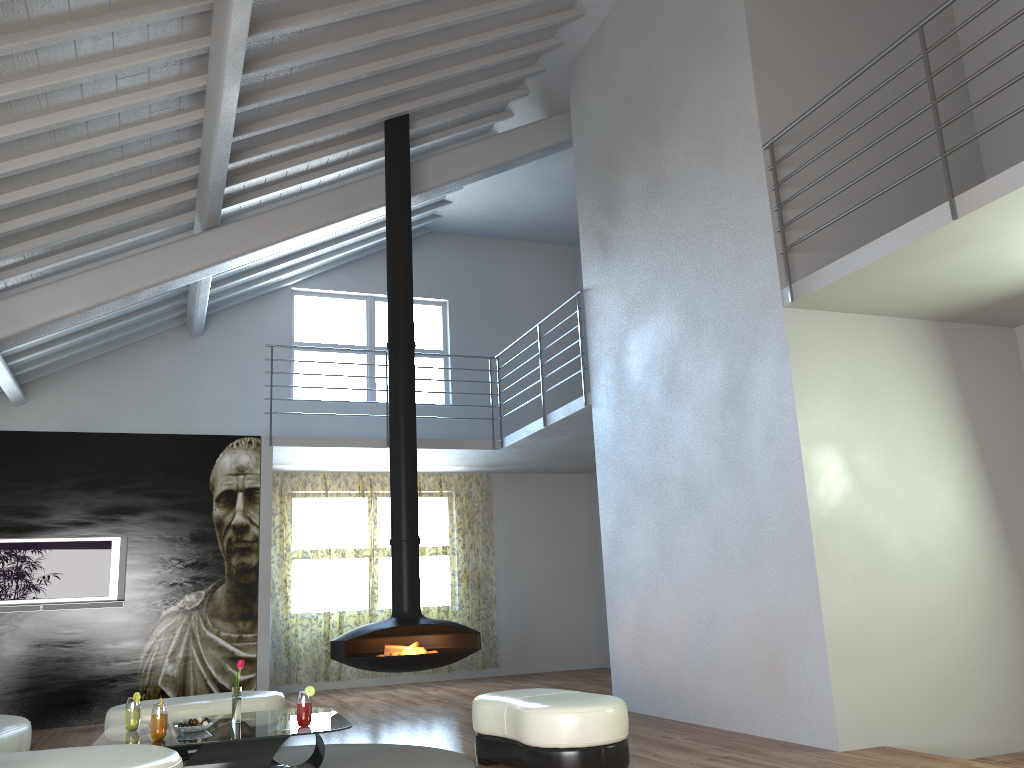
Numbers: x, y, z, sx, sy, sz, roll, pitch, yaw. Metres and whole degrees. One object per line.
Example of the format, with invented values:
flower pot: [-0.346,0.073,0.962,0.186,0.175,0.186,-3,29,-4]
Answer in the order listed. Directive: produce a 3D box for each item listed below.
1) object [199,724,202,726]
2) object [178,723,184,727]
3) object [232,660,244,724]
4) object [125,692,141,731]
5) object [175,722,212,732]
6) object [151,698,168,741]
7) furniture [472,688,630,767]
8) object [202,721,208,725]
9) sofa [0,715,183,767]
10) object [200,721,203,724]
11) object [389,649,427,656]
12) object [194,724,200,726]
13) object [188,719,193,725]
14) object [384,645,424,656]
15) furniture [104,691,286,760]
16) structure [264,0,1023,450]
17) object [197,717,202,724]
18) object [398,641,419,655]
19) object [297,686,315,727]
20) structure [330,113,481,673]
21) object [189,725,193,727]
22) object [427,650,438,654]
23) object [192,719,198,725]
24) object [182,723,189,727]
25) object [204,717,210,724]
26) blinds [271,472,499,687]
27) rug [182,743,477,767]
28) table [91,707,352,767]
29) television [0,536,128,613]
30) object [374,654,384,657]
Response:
object: [-1.587,1.739,4.500,0.032,0.030,0.032,-10,-16,27]
object: [-1.659,1.716,4.447,0.032,0.031,0.030,0,-14,-13]
object: [-1.479,1.648,4.757,0.069,0.323,0.060,11,-19,-43]
object: [-1.978,1.709,4.626,0.075,0.192,0.081,1,-14,-16]
object: [-1.610,1.738,4.484,0.178,0.031,0.178,5,-16,-28]
object: [-1.681,1.594,4.223,0.075,0.192,0.081,-6,-14,13]
furniture: [0.202,1.871,4.803,0.596,0.367,1.134,4,-16,-27]
object: [-1.559,1.732,4.511,0.030,0.032,0.032,2,-15,-18]
sofa: [-2.540,1.541,3.826,1.359,0.805,3.047,9,-19,-41]
object: [-1.586,1.741,4.533,0.031,0.031,0.032,0,-14,-11]
object: [-0.801,2.110,6.847,0.285,0.103,0.095,2,-15,-21]
object: [-1.579,1.718,4.441,0.032,0.031,0.031,11,-19,-43]
object: [-1.630,1.718,4.510,0.030,0.031,0.031,2,-15,-18]
object: [-0.846,2.095,6.928,0.317,0.129,0.109,0,-14,-11]
furniture: [-2.025,2.209,5.719,1.134,0.367,0.596,8,-17,-37]
structure: [0.485,-1.060,4.883,2.536,1.055,10.133,3,-15,-21]
object: [-1.596,1.716,4.520,0.029,0.032,0.032,-12,-16,32]
object: [-0.801,2.060,6.863,0.040,0.117,0.268,-9,-15,25]
object: [-1.042,1.620,4.459,0.081,0.192,0.075,-16,-19,42]
structure: [-0.939,-0.442,7.497,1.176,5.494,0.851,3,-15,-22]
object: [-1.611,1.726,4.446,0.032,0.030,0.031,-11,-16,30]
object: [-0.722,2.157,7.004,0.274,0.082,0.066,2,-15,-21]
object: [-1.595,1.701,4.460,0.030,0.034,0.030,9,-18,-39]
object: [-1.633,1.711,4.431,0.031,0.031,0.032,-5,-14,7]
object: [-1.562,1.724,4.541,0.030,0.033,0.030,9,-18,-40]
blinds: [-1.496,2.188,10.274,2.780,2.324,0.306,3,-15,-21]
rug: [-1.342,2.103,4.705,2.313,0.020,2.307,-14,-18,38]
table: [-1.492,1.927,4.606,1.201,0.290,1.201,2,-15,-18]
television: [-4.161,1.689,7.885,1.336,0.639,0.044,3,-15,-21]
object: [-0.952,2.143,6.942,0.089,0.127,0.302,-16,-19,43]
